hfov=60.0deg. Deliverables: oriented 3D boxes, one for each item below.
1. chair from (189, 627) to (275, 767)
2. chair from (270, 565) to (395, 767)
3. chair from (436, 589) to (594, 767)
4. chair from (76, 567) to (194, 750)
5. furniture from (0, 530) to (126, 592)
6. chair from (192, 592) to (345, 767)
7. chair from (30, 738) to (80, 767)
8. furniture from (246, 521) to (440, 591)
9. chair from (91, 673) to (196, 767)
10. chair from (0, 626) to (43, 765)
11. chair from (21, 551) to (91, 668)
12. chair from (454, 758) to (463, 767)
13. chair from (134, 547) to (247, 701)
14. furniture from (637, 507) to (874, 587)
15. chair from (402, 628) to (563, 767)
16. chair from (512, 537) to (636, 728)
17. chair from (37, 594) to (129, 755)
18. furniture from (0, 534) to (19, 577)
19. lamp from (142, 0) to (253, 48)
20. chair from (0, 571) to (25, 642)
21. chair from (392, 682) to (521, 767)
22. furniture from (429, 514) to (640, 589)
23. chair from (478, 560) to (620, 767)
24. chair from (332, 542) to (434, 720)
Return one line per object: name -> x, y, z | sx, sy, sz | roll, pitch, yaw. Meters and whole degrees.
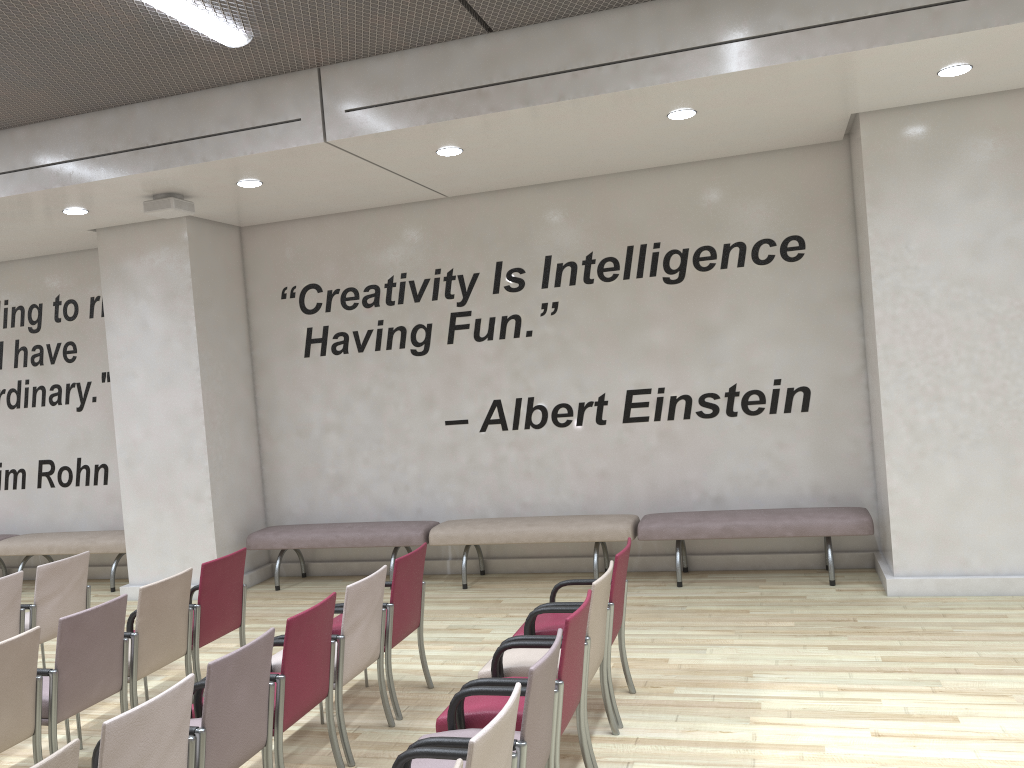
chair -> -1.302, 1.493, 3.603 | 0.640, 0.890, 0.513 | -4, 1, 17
chair -> -0.980, 1.445, 4.656 | 0.640, 0.890, 0.513 | -4, 1, 17
chair -> 0.042, 1.377, 3.788 | 0.640, 0.890, 0.513 | -4, 1, 17
chair -> -2.159, 1.537, 5.024 | 0.640, 0.890, 0.513 | -4, 1, 16
furniture -> -4.464, 1.818, 9.191 | 1.833, 0.550, 0.530 | -4, 1, 17
chair -> -1.147, 1.470, 4.133 | 0.640, 0.890, 0.513 | -4, 1, 16
chair -> -1.609, 1.539, 2.557 | 0.640, 0.890, 0.513 | -4, 1, 17
furniture -> -1.572, 1.592, 8.321 | 1.833, 0.550, 0.530 | -4, 1, 17
chair -> -1.452, 1.516, 3.083 | 0.640, 0.890, 0.513 | -4, 1, 17
chair -> -2.473, 1.584, 3.956 | 0.640, 0.890, 0.513 | -4, 1, 16
chair -> -3.173, 1.605, 5.900 | 0.640, 0.890, 0.513 | -4, 1, 16
chair -> -0.436, 1.448, 2.195 | 0.640, 0.890, 0.513 | -4, 1, 17
chair -> -2.000, 1.514, 5.539 | 0.640, 0.890, 0.513 | -4, 1, 17
furniture -> 1.974, 1.316, 7.255 | 1.833, 0.550, 0.530 | -4, 1, 17
chair -> -0.115, 1.400, 3.249 | 0.640, 0.890, 0.513 | -4, 1, 16
chair -> 0.358, 1.330, 4.839 | 0.640, 0.890, 0.513 | -4, 1, 16
chair -> -2.304, 1.560, 4.489 | 0.640, 0.890, 0.513 | -4, 1, 17
furniture -> -6.235, 1.956, 9.724 | 1.833, 0.550, 0.530 | -4, 1, 17
lamp -> -2.123, -1.988, 3.782 | 0.198, 0.045, 3.303 | -4, 1, 17
chair -> -3.333, 1.629, 5.374 | 0.640, 0.890, 0.513 | -4, 1, 16
chair -> -0.281, 1.425, 2.721 | 0.640, 0.890, 0.513 | -4, 1, 18
furniture -> 0.203, 1.454, 7.788 | 1.833, 0.550, 0.530 | -4, 1, 17
chair -> 0.197, 1.353, 4.314 | 0.640, 0.890, 0.513 | -4, 1, 17
chair -> -0.816, 1.421, 5.192 | 0.640, 0.890, 0.513 | -4, 1, 16
